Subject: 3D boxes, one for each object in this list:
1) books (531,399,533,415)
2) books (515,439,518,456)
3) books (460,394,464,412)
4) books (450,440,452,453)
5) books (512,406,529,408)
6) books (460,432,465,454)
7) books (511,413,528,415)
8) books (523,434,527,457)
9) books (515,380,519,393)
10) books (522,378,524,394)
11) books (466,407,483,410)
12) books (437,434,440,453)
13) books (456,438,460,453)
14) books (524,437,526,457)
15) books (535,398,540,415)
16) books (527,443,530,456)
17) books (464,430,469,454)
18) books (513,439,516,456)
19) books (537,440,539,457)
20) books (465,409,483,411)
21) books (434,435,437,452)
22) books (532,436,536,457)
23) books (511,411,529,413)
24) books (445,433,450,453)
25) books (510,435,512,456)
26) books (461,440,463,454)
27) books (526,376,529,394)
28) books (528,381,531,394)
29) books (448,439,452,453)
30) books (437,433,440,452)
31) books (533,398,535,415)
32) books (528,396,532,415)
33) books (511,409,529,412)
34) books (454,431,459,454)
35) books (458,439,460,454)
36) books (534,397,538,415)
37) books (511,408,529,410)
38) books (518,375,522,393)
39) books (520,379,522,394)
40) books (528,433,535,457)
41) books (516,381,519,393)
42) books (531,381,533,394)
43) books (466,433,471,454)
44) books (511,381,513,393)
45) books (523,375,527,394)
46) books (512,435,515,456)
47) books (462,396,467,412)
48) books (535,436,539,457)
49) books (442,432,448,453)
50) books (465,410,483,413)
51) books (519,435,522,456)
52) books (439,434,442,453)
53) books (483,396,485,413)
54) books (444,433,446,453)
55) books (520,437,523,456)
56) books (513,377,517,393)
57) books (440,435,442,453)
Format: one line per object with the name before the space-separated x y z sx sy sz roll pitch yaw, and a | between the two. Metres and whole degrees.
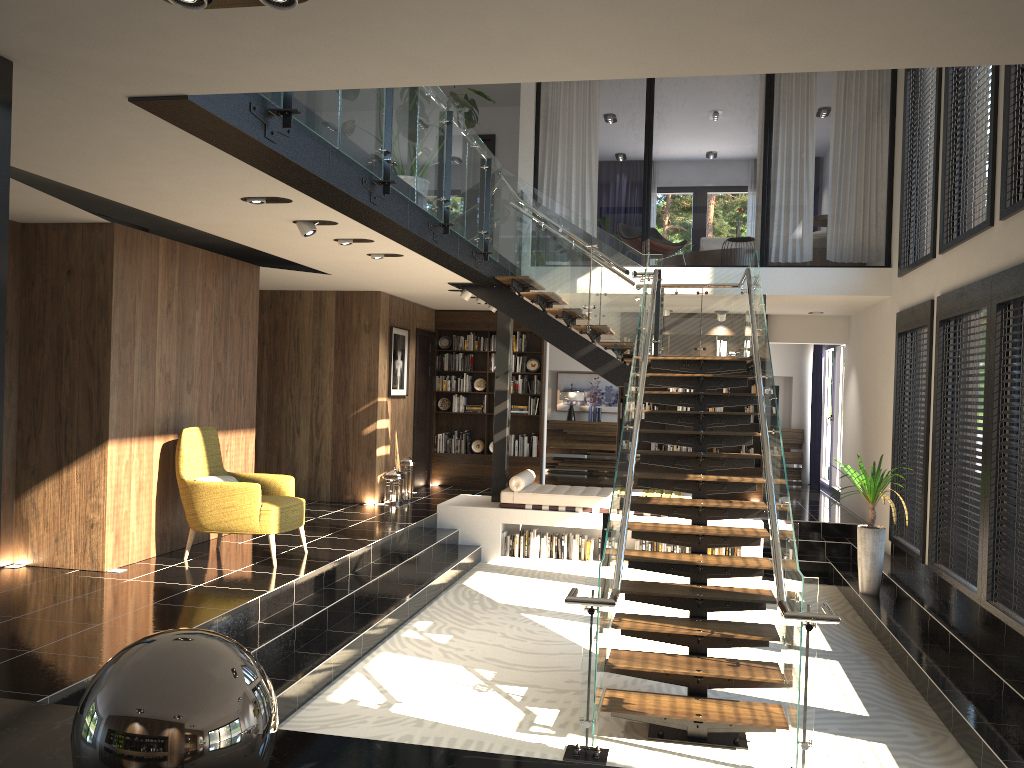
books | 0.313 0.343 13.406 0.014 0.247 0.192 2 0 11
books | 0.082 0.962 13.458 0.037 0.256 0.145 2 0 11
books | -0.766 0.295 13.626 0.032 0.279 0.133 2 0 11
books | -0.913 0.958 13.674 0.029 0.207 0.166 2 0 11
books | 0.128 0.348 13.481 0.239 0.031 0.146 2 0 11
books | -0.766 0.904 13.623 0.016 0.322 0.218 2 0 11
books | 0.123 0.451 13.470 0.245 0.021 0.159 2 0 13
books | 0.194 0.927 13.425 0.016 0.332 0.195 2 0 11
books | 0.070 0.042 13.448 0.026 0.200 0.154 2 0 11
books | 0.176 0.026 13.432 0.030 0.239 0.146 2 0 11
books | -0.574 0.371 13.599 0.244 0.033 0.142 2 0 7
books | -1.108 0.914 13.699 0.014 0.282 0.232 2 0 11
books | -0.824 0.952 13.656 0.034 0.223 0.209 2 0 11
books | 0.211 0.948 13.422 0.018 0.292 0.191 2 0 11
books | 0.391 0.342 13.380 0.047 0.253 0.210 2 0 11
books | 0.251 0.998 13.445 0.032 0.195 0.134 2 0 11
books | -0.695 0.889 13.586 0.019 0.356 0.235 2 0 11
books | 0.051 0.964 13.484 0.034 0.250 0.115 2 0 11
books | 0.404 0.976 13.396 0.029 0.247 0.139 2 0 11
books | -0.574 0.397 13.599 0.266 0.021 0.152 2 0 10
books | -1.158 0.923 13.734 0.032 0.261 0.194 2 0 11
books | 0.345 0.941 13.404 0.035 0.315 0.168 2 0 11
books | 0.121 0.426 13.459 0.271 0.028 0.174 2 0 7
books | -0.990 0.906 13.688 0.020 0.304 0.189 2 0 11
books | -0.012 0.929 13.490 0.019 0.317 0.122 2 0 11
books | -0.740 0.962 13.638 0.033 0.208 0.192 2 0 11
books | 0.231 0.016 13.398 0.016 0.262 0.155 2 0 11
books | 0.272 0.050 13.416 0.060 0.196 0.119 2 0 11
books | -0.943 0.951 13.652 0.021 0.217 0.220 2 0 11
books | -1.125 0.911 13.735 0.032 0.288 0.180 2 0 11
books | 0.347 0.339 13.442 0.038 0.257 0.138 2 0 11
books | 0.278 0.326 13.423 0.014 0.279 0.202 2 0 11
books | 0.124 0.397 13.467 0.263 0.030 0.159 2 0 8
books | -0.854 0.892 13.622 0.016 0.341 0.217 2 0 11
books | -0.790 0.953 13.648 0.036 0.222 0.173 2 0 11
books | 0.363 0.334 13.391 0.013 0.267 0.177 2 0 11
books | 0.126 0.373 13.473 0.266 0.019 0.157 2 0 13
books | 0.123 0.003 13.429 0.020 0.281 0.153 2 0 11
books | 0.143 0.035 13.414 0.027 0.219 0.139 2 0 11
books | 0.296 0.919 13.409 0.065 0.354 0.164 2 0 11
books | 0.093 0.045 13.414 0.032 0.195 0.183 2 0 11
books | 0.313 0.055 13.398 0.026 0.190 0.121 2 0 11
books | -0.661 0.910 13.603 0.042 0.315 0.193 2 0 11
books | 0.009 0.050 13.453 0.028 0.180 0.130 2 0 11
books | 0.206 0.008 13.409 0.037 0.277 0.179 2 0 11
books | 0.022 0.928 13.469 0.019 0.321 0.161 2 0 11
books | -0.732 0.309 13.638 0.030 0.253 0.138 2 0 11
books | 0.375 0.946 13.391 0.029 0.306 0.149 2 0 11
books | -1.030 0.904 13.669 0.015 0.306 0.222 2 0 11
books | -0.576 0.424 13.597 0.262 0.032 0.154 2 0 13
books | 0.130 0.931 13.437 0.012 0.322 0.177 2 0 11
books | -1.084 0.915 13.712 0.030 0.282 0.170 2 0 11
books | -0.409 0.314 13.564 0.032 0.261 0.157 2 0 11
books | -1.008 0.907 13.698 0.018 0.301 0.195 2 0 11
books | 0.150 0.949 13.438 0.029 0.286 0.138 2 0 11
books | 0.044 0.015 13.431 0.021 0.253 0.167 2 0 11
books | -1.065 0.922 13.676 0.022 0.269 0.216 2 0 11
